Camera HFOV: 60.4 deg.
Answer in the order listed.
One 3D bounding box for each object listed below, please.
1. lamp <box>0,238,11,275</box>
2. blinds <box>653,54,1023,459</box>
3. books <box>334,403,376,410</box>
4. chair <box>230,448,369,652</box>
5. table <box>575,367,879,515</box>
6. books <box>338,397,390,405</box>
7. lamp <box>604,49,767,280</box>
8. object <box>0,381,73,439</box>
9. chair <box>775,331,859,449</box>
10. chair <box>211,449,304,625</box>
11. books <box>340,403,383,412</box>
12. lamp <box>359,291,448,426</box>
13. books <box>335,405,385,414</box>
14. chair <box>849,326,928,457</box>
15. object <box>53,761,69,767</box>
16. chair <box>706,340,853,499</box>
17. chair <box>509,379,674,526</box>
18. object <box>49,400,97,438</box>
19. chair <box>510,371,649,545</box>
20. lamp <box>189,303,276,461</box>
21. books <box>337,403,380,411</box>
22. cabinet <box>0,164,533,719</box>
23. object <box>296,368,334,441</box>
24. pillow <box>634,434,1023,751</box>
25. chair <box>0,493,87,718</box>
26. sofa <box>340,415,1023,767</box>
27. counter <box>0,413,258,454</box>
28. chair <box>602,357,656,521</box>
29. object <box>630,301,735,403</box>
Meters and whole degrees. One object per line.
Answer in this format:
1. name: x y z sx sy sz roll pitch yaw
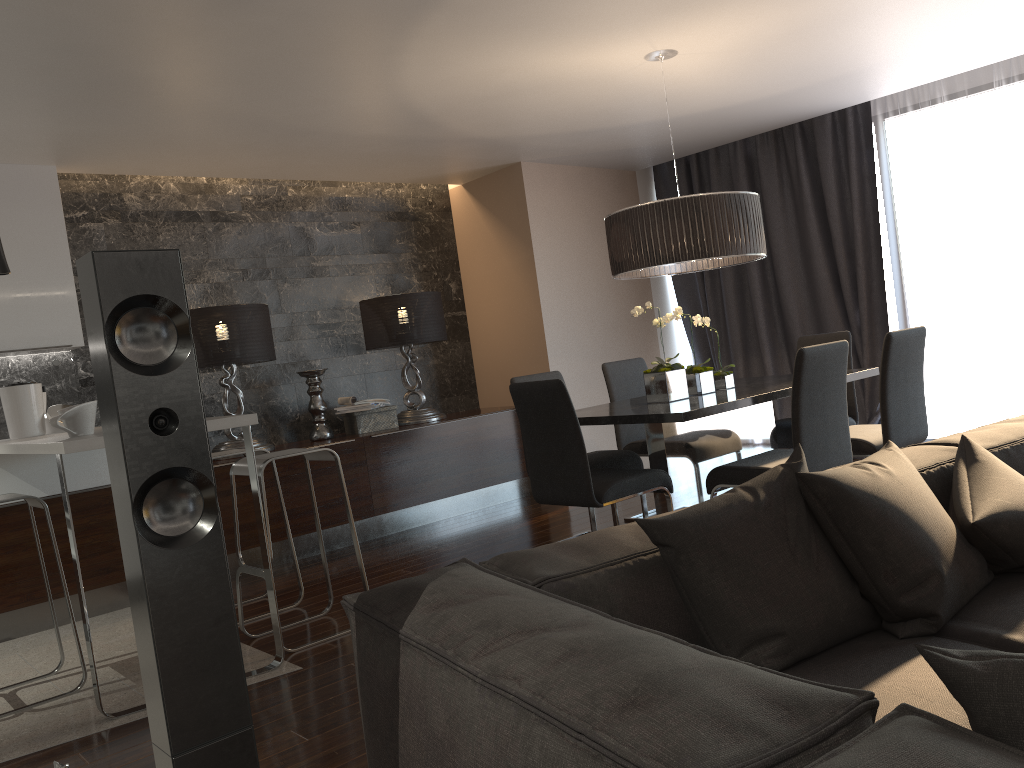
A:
1. lamp: -2.007 -0.836 3.342 0.061 0.845 0.055 -10 3 -40
2. blinds: 3.923 -1.057 5.270 7.091 2.894 0.790 -6 3 42
3. books: -1.086 0.150 6.206 0.253 0.011 0.319 -8 2 2
4. chair: -0.951 0.698 3.857 0.454 0.800 0.397 -10 3 -40
5. table: 1.074 0.420 4.567 1.690 0.760 0.984 -9 3 -40
6. books: -1.058 0.130 6.283 0.287 0.109 0.306 -9 2 -30
7. lamp: 0.835 -1.143 4.508 0.828 1.103 0.780 -8 2 -16
8. object: -2.575 0.126 4.896 0.434 0.298 0.548 -9 2 -28
9. chair: 1.739 0.207 5.155 0.603 0.965 0.404 -10 3 -40
10. chair: -1.377 0.738 4.369 0.454 0.800 0.397 -10 3 -40
11. books: -1.064 0.167 6.228 0.255 0.011 0.316 -8 2 -3
12. lamp: -0.759 -0.179 6.502 0.609 0.934 0.576 -8 2 -14
13. books: -1.068 0.179 6.213 0.250 0.011 0.322 -7 2 7
14. chair: 1.739 0.235 4.308 0.451 0.965 0.541 -10 3 -40
15. object: -0.296 0.408 0.625 0.275 0.288 0.294 -7 2 20
16. chair: 1.184 0.326 3.828 0.451 0.965 0.541 -10 3 -40
17. chair: 0.378 0.430 4.005 0.603 0.965 0.404 -10 3 -40
18. object: -1.628 0.127 3.549 0.462 0.133 0.178 -9 3 -40
19. chair: 0.362 0.405 4.816 0.451 0.965 0.541 -10 3 -40
20. lamp: -1.797 -0.008 5.601 0.561 0.934 0.624 -6 3 40
21. books: -1.079 0.159 6.214 0.255 0.011 0.316 -8 2 -3
22. cabinet: -1.740 -0.035 3.289 7.300 2.501 4.207 -9 3 -40
23. object: -1.333 0.144 6.022 0.206 0.486 0.210 -8 2 8
24. pillow: 0.692 0.349 1.379 1.033 0.431 2.147 -7 2 14
25. chair: -2.027 0.856 3.481 0.454 0.800 0.397 -10 3 -40
26. sofa: 1.355 0.518 1.271 2.609 0.704 2.600 -9 2 -30
27. counter: -3.375 0.471 2.946 4.251 0.041 2.547 -9 2 -40
28. chair: 0.917 0.313 5.297 0.451 0.965 0.541 -10 3 -40
29. object: 0.870 -0.189 4.526 0.606 0.501 0.293 -10 3 -44
